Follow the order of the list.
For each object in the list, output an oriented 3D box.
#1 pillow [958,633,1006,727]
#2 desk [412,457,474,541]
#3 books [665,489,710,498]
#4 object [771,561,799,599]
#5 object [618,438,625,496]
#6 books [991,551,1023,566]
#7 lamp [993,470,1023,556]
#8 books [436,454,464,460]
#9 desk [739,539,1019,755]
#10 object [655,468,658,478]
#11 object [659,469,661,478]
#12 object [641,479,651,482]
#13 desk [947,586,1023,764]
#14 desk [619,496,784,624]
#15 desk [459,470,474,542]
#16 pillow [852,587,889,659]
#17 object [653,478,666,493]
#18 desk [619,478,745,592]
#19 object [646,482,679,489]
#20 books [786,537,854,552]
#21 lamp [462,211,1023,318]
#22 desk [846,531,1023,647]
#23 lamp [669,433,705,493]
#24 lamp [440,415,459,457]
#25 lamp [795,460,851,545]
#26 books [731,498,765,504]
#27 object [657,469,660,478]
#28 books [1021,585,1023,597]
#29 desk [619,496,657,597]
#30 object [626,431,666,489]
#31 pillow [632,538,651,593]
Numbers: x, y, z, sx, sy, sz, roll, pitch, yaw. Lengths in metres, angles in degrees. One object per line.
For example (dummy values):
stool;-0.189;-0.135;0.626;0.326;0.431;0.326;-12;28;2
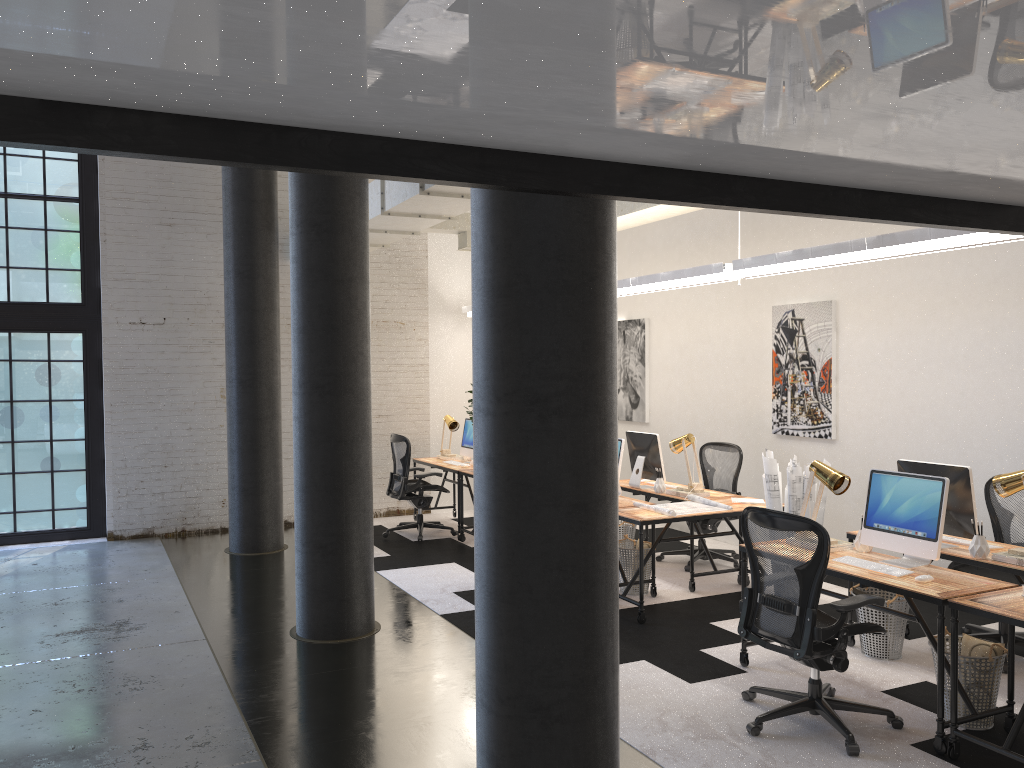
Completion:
pillow;2.335;1.474;4.443;0.119;0.407;0.239;-1;2;-25
desk;-0.608;1.225;9.729;0.529;0.725;1.400;-1;1;-26
books;1.436;0.890;7.252;0.225;0.038;0.308;-1;1;-26
object;2.028;1.459;6.316;0.353;0.398;0.353;0;2;19
object;0.776;0.674;7.254;0.189;0.485;0.483;-1;2;-26
books;2.735;0.924;4.663;0.225;0.038;0.308;-1;1;-26
lamp;2.736;0.672;4.712;0.127;0.470;0.344;-1;2;-25
books;-0.705;0.836;10.139;0.225;0.038;0.308;-1;1;-26
desk;1.880;1.313;4.737;0.529;0.725;1.400;-1;1;-26
object;1.220;0.804;7.402;0.008;0.207;0.054;-2;3;-43
object;1.240;0.805;7.381;0.008;0.207;0.054;1;2;29
object;1.216;0.881;8.098;0.106;0.029;0.059;-1;1;-25
desk;2.690;1.318;4.045;1.400;0.725;0.529;-1;2;-26
desk;1.391;1.284;6.634;1.400;0.725;0.529;-1;2;-26
desk;0.203;1.230;9.038;1.400;0.725;0.529;-1;2;-26
pillow;2.193;1.458;5.403;0.119;0.407;0.239;-1;2;-25
object;1.233;0.847;7.394;0.101;0.127;0.101;0;2;19
desk;1.346;1.265;7.687;0.529;0.725;1.400;-1;1;-26
object;1.352;0.892;7.800;0.118;0.018;0.439;-1;1;-26
books;1.783;0.924;5.146;0.225;0.038;0.308;-1;1;-26
lamp;1.070;-2.147;7.384;0.226;2.865;7.299;-1;1;-26
desk;2.645;1.300;5.098;0.529;0.725;1.400;-1;1;-26
lamp;1.436;0.638;7.301;0.127;0.470;0.344;-1;2;-25
lamp;-0.711;0.586;10.073;0.126;0.470;0.344;-1;2;-26
lamp;1.777;0.675;5.080;0.126;0.470;0.344;-1;2;-26
books;1.825;0.905;6.861;0.243;0.019;0.205;0;1;12
object;1.227;0.806;7.379;0.054;0.207;0.008;-2;2;-39
books;2.406;0.937;3.884;0.200;0.050;0.271;0;1;2
desk;0.580;1.279;7.326;0.529;0.725;1.400;-1;1;-26
object;1.139;0.662;7.719;0.189;0.485;0.483;-1;2;-26
pillow;1.035;1.439;7.031;0.119;0.407;0.239;-1;2;-25
